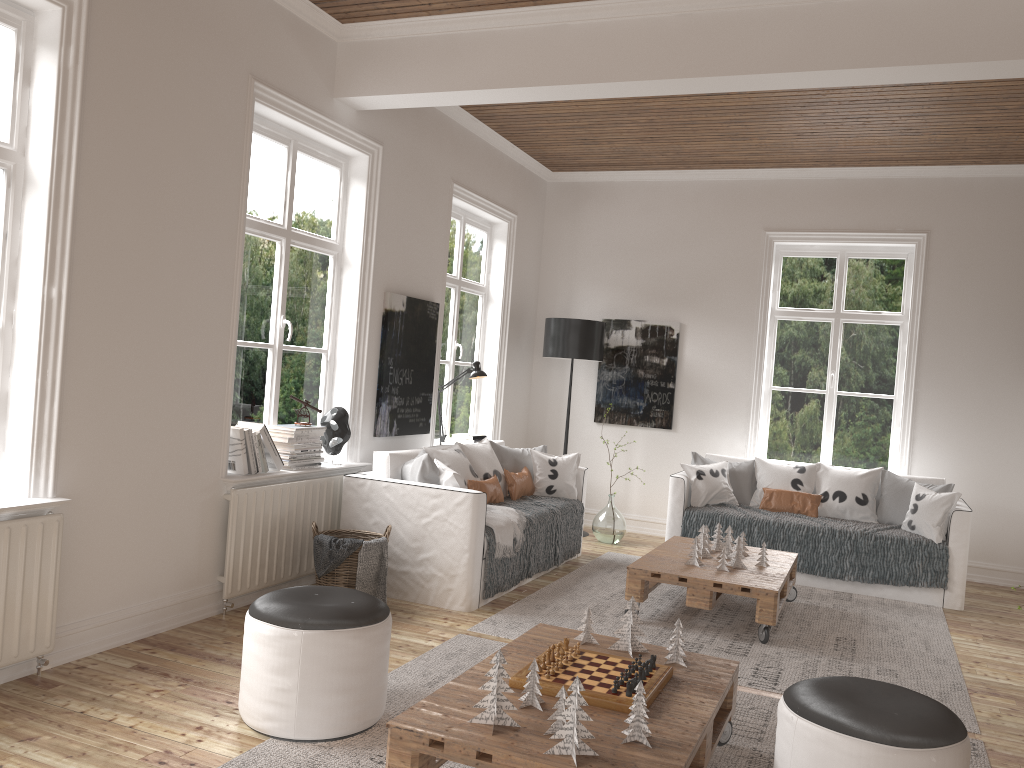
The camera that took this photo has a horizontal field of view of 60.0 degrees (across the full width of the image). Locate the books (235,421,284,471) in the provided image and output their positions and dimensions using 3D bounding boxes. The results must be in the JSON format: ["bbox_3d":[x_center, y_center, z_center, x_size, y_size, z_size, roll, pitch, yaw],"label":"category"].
[{"bbox_3d":[-1.321,0.325,4.629,0.176,0.255,0.226,5,1,23],"label":"books"}]

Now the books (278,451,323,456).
[{"bbox_3d":[-1.189,0.376,4.926,0.161,0.013,0.256,5,1,23],"label":"books"}]

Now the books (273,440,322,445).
[{"bbox_3d":[-1.212,0.318,4.923,0.182,0.016,0.288,5,1,23],"label":"books"}]

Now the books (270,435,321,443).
[{"bbox_3d":[-1.219,0.296,4.900,0.180,0.028,0.296,5,1,23],"label":"books"}]

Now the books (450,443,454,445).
[{"bbox_3d":[-0.339,0.488,6.969,0.191,0.032,0.258,5,1,25],"label":"books"}]

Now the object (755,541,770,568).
[{"bbox_3d":[1.424,0.960,5.023,0.072,0.142,0.073,5,1,30],"label":"object"}]

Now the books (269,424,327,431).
[{"bbox_3d":[-1.184,0.240,4.901,0.182,0.016,0.288,5,1,23],"label":"books"}]

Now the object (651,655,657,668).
[{"bbox_3d":[0.473,0.929,2.969,0.019,0.040,0.019,4,1,-34],"label":"object"}]

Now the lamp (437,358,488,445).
[{"bbox_3d":[-0.392,0.153,6.501,0.439,0.703,0.196,5,1,23],"label":"lamp"}]

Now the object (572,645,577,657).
[{"bbox_3d":[0.215,0.910,3.028,0.017,0.037,0.017,5,1,42],"label":"object"}]

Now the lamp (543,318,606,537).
[{"bbox_3d":[0.458,0.351,7.342,0.499,1.754,0.499,5,1,20],"label":"lamp"}]

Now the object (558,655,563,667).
[{"bbox_3d":[0.161,0.908,2.906,0.017,0.037,0.017,5,1,42],"label":"object"}]

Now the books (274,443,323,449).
[{"bbox_3d":[-1.197,0.336,4.926,0.167,0.017,0.263,5,1,23],"label":"books"}]

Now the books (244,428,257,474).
[{"bbox_3d":[-1.381,0.332,4.471,0.172,0.235,0.112,5,1,23],"label":"books"}]

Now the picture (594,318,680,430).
[{"bbox_3d":[1.070,-0.093,7.617,0.680,0.908,0.041,5,1,23],"label":"picture"}]

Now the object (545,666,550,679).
[{"bbox_3d":[0.113,0.905,2.784,0.017,0.037,0.017,5,1,42],"label":"object"}]

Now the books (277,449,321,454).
[{"bbox_3d":[-1.204,0.363,4.909,0.159,0.012,0.285,5,1,23],"label":"books"}]

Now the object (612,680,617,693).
[{"bbox_3d":[0.314,0.921,2.704,0.017,0.037,0.017,4,1,3],"label":"object"}]

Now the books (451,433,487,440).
[{"bbox_3d":[-0.336,0.412,6.959,0.190,0.028,0.239,5,1,25],"label":"books"}]

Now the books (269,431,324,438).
[{"bbox_3d":[-1.194,0.274,4.913,0.174,0.021,0.273,5,1,23],"label":"books"}]

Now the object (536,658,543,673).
[{"bbox_3d":[0.087,0.899,2.841,0.026,0.044,0.026,4,1,-22],"label":"object"}]

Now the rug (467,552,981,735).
[{"bbox_3d":[1.287,1.321,5.077,2.254,0.003,2.474,5,1,23],"label":"rug"}]

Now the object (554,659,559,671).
[{"bbox_3d":[0.145,0.907,2.866,0.017,0.037,0.017,5,1,42],"label":"object"}]

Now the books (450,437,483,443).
[{"bbox_3d":[-0.337,0.437,6.969,0.212,0.023,0.258,5,1,23],"label":"books"}]

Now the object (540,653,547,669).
[{"bbox_3d":[0.104,0.898,2.881,0.022,0.047,0.022,4,1,-35],"label":"object"}]

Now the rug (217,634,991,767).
[{"bbox_3d":[0.312,1.273,2.722,2.254,0.003,2.474,5,1,23],"label":"rug"}]

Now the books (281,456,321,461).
[{"bbox_3d":[-1.202,0.404,4.924,0.161,0.013,0.254,5,1,23],"label":"books"}]

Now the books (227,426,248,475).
[{"bbox_3d":[-1.408,0.328,4.435,0.172,0.239,0.093,5,1,23],"label":"books"}]

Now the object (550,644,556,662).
[{"bbox_3d":[0.136,0.896,2.962,0.025,0.055,0.025,4,1,-35],"label":"object"}]

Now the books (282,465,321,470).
[{"bbox_3d":[-1.200,0.455,4.922,0.161,0.012,0.254,5,1,23],"label":"books"}]

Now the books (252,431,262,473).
[{"bbox_3d":[-1.364,0.341,4.531,0.161,0.218,0.101,5,1,23],"label":"books"}]

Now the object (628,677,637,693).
[{"bbox_3d":[0.369,0.922,2.724,0.026,0.044,0.026,4,1,-22],"label":"object"}]

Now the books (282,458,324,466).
[{"bbox_3d":[-1.208,0.422,4.912,0.176,0.025,0.331,5,1,23],"label":"books"}]

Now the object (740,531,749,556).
[{"bbox_3d":[1.375,0.951,5.295,0.075,0.147,0.075,4,1,-36],"label":"object"}]

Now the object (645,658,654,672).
[{"bbox_3d":[0.453,0.926,2.928,0.026,0.044,0.026,4,1,-22],"label":"object"}]

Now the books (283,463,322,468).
[{"bbox_3d":[-1.202,0.442,4.906,0.159,0.012,0.285,5,1,23],"label":"books"}]

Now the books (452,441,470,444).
[{"bbox_3d":[-0.334,0.460,6.958,0.191,0.023,0.242,5,1,21],"label":"books"}]

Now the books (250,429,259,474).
[{"bbox_3d":[-1.372,0.334,4.502,0.152,0.232,0.104,5,1,23],"label":"books"}]

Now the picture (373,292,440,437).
[{"bbox_3d":[-0.686,-0.114,5.855,0.041,0.908,0.680,5,1,23],"label":"picture"}]

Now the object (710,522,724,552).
[{"bbox_3d":[1.252,0.926,5.387,0.090,0.176,0.090,4,1,-15],"label":"object"}]

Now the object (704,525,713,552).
[{"bbox_3d":[1.161,0.925,5.313,0.095,0.164,0.090,5,1,29],"label":"object"}]

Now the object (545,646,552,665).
[{"bbox_3d":[0.121,0.894,2.921,0.025,0.058,0.025,4,1,-22],"label":"object"}]

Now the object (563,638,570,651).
[{"bbox_3d":[0.189,0.906,3.084,0.019,0.040,0.019,4,1,-34],"label":"object"}]

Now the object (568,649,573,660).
[{"bbox_3d":[0.198,0.910,2.988,0.017,0.037,0.017,5,1,42],"label":"object"}]

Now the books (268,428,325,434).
[{"bbox_3d":[-1.193,0.255,4.911,0.182,0.016,0.288,5,1,23],"label":"books"}]

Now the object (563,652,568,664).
[{"bbox_3d":[0.180,0.909,2.947,0.017,0.037,0.017,5,1,42],"label":"object"}]

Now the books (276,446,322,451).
[{"bbox_3d":[-1.193,0.351,4.916,0.161,0.012,0.254,5,1,23],"label":"books"}]

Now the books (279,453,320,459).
[{"bbox_3d":[-1.221,0.389,4.913,0.182,0.016,0.288,5,1,23],"label":"books"}]

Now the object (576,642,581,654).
[{"bbox_3d":[0.229,0.911,3.066,0.017,0.037,0.017,5,1,42],"label":"object"}]

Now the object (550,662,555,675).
[{"bbox_3d":[0.130,0.906,2.827,0.017,0.037,0.017,5,1,42],"label":"object"}]

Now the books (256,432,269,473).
[{"bbox_3d":[-1.345,0.345,4.564,0.161,0.213,0.118,5,1,23],"label":"books"}]

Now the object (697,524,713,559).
[{"bbox_3d":[1.103,0.909,5.149,0.112,0.193,0.106,4,1,-40],"label":"object"}]

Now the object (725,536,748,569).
[{"bbox_3d":[1.252,0.930,4.931,0.097,0.178,0.103,4,1,-15],"label":"object"}]

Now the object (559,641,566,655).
[{"bbox_3d":[0.171,0.903,3.043,0.026,0.044,0.026,4,1,-22],"label":"object"}]

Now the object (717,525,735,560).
[{"bbox_3d":[1.268,0.920,5.176,0.107,0.195,0.113,5,1,29],"label":"object"}]

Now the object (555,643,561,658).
[{"bbox_3d":[0.157,0.901,3.007,0.022,0.047,0.022,4,1,-35],"label":"object"}]
